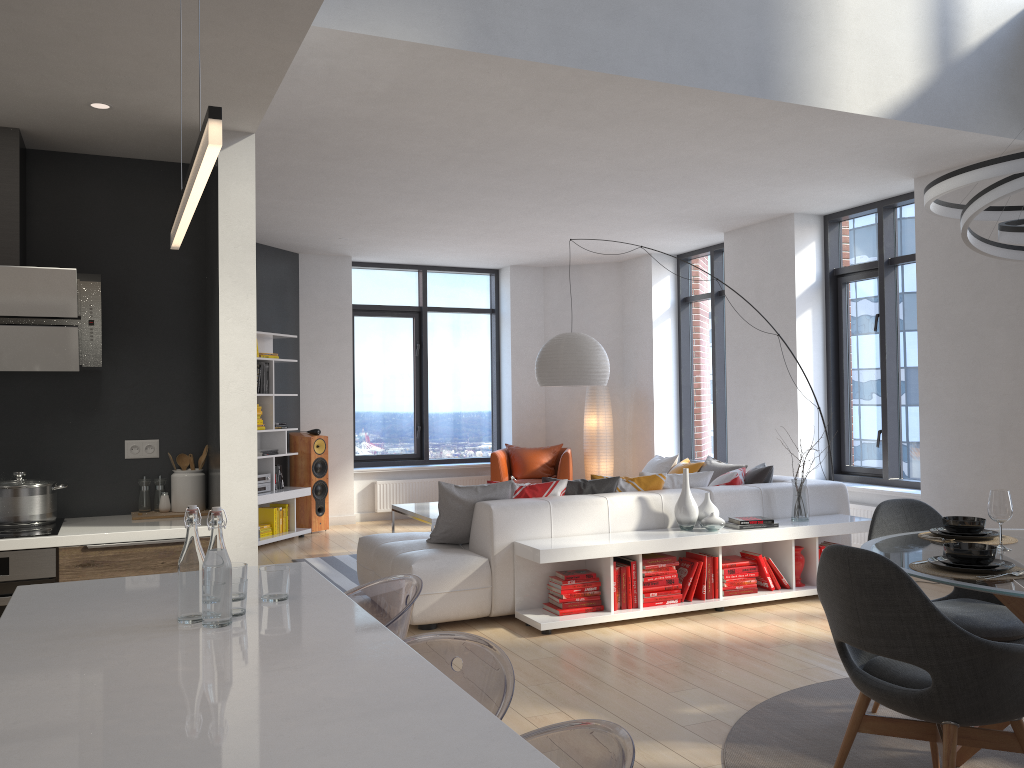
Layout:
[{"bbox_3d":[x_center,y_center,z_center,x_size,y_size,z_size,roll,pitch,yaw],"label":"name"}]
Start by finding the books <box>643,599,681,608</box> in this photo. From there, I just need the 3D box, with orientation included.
[{"bbox_3d":[0.884,1.353,5.559,0.274,0.029,0.200,0,-1,-24],"label":"books"}]

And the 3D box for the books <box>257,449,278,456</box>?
[{"bbox_3d":[-2.492,0.677,8.750,0.250,0.047,0.310,-1,-1,16],"label":"books"}]

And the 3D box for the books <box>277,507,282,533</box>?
[{"bbox_3d":[-2.362,1.345,8.770,0.185,0.250,0.035,-1,-1,21],"label":"books"}]

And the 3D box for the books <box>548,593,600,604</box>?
[{"bbox_3d":[0.376,1.291,5.384,0.266,0.026,0.187,0,-1,-19],"label":"books"}]

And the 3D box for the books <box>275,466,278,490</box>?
[{"bbox_3d":[-2.419,0.936,8.844,0.170,0.236,0.049,-1,-1,21],"label":"books"}]

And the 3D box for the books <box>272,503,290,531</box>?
[{"bbox_3d":[-2.330,1.338,8.902,0.213,0.270,0.025,-1,-1,21],"label":"books"}]

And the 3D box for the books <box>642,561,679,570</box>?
[{"bbox_3d":[0.886,1.127,5.570,0.266,0.026,0.187,0,-1,-30],"label":"books"}]

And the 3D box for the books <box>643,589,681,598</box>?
[{"bbox_3d":[0.891,1.297,5.549,0.266,0.026,0.187,0,-1,-25],"label":"books"}]

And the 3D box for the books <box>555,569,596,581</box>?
[{"bbox_3d":[0.388,1.161,5.394,0.206,0.029,0.152,0,-1,-18],"label":"books"}]

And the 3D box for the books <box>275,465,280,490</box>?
[{"bbox_3d":[-2.404,0.933,8.862,0.169,0.242,0.050,-1,-1,20],"label":"books"}]

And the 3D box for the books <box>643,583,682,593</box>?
[{"bbox_3d":[0.879,1.270,5.584,0.301,0.032,0.227,0,-1,-24],"label":"books"}]

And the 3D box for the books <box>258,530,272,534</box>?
[{"bbox_3d":[-2.436,1.429,8.565,0.148,0.011,0.196,-1,-1,21],"label":"books"}]

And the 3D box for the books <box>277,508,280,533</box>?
[{"bbox_3d":[-2.374,1.345,8.745,0.180,0.251,0.019,-1,-1,21],"label":"books"}]

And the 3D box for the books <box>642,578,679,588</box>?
[{"bbox_3d":[0.872,1.235,5.583,0.279,0.039,0.206,0,-1,-23],"label":"books"}]

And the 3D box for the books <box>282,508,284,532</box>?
[{"bbox_3d":[-2.342,1.354,8.819,0.172,0.234,0.024,-1,-1,21],"label":"books"}]

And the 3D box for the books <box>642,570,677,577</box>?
[{"bbox_3d":[0.886,1.176,5.568,0.236,0.023,0.178,0,-1,-24],"label":"books"}]

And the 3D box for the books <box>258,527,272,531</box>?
[{"bbox_3d":[-2.432,1.399,8.565,0.134,0.014,0.187,-1,-1,21],"label":"books"}]

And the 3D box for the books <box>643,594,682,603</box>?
[{"bbox_3d":[0.894,1.324,5.545,0.282,0.030,0.188,0,-1,-23],"label":"books"}]

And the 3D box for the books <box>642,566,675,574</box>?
[{"bbox_3d":[0.866,1.153,5.568,0.257,0.025,0.182,0,-1,-24],"label":"books"}]

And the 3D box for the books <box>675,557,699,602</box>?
[{"bbox_3d":[1.079,1.242,5.642,0.144,0.247,0.188,0,-1,-24],"label":"books"}]

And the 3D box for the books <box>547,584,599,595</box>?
[{"bbox_3d":[0.371,1.241,5.409,0.261,0.028,0.191,0,-1,-24],"label":"books"}]

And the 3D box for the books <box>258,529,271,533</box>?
[{"bbox_3d":[-2.420,1.415,8.553,0.113,0.018,0.169,-1,-1,22],"label":"books"}]

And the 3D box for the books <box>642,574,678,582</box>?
[{"bbox_3d":[0.876,1.201,5.568,0.261,0.027,0.191,0,-1,-28],"label":"books"}]

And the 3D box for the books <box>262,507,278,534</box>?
[{"bbox_3d":[-2.391,1.340,8.709,0.199,0.263,0.015,-1,-1,21],"label":"books"}]

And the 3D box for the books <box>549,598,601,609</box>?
[{"bbox_3d":[0.382,1.321,5.395,0.259,0.034,0.206,0,-1,-21],"label":"books"}]

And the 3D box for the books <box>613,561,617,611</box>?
[{"bbox_3d":[0.574,1.223,5.433,0.036,0.294,0.208,0,-1,-24],"label":"books"}]

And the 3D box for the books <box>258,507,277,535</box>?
[{"bbox_3d":[-2.399,1.341,8.680,0.198,0.255,0.044,-1,-1,21],"label":"books"}]

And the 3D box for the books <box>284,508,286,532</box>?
[{"bbox_3d":[-2.336,1.354,8.845,0.172,0.234,0.024,-1,-1,21],"label":"books"}]

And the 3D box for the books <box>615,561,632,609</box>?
[{"bbox_3d":[0.674,1.238,5.470,0.042,0.259,0.195,0,-1,-24],"label":"books"}]

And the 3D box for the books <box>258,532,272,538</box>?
[{"bbox_3d":[-2.433,1.451,8.563,0.147,0.033,0.190,-1,-1,21],"label":"books"}]

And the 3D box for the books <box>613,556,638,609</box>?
[{"bbox_3d":[0.703,1.223,5.489,0.049,0.291,0.214,0,-1,-24],"label":"books"}]

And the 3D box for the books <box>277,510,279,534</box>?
[{"bbox_3d":[-2.364,1.357,8.719,0.156,0.229,0.024,-1,-1,20],"label":"books"}]

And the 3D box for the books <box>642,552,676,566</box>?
[{"bbox_3d":[0.865,1.098,5.571,0.259,0.034,0.206,0,-1,-27],"label":"books"}]

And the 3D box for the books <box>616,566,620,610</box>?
[{"bbox_3d":[0.605,1.240,5.449,0.031,0.255,0.181,0,-1,-24],"label":"books"}]

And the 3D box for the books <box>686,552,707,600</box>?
[{"bbox_3d":[1.177,1.227,5.679,0.046,0.282,0.199,0,-1,-24],"label":"books"}]

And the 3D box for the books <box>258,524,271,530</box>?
[{"bbox_3d":[-2.446,1.379,8.566,0.138,0.026,0.186,-1,-1,21],"label":"books"}]

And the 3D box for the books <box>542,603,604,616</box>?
[{"bbox_3d":[0.370,1.354,5.381,0.301,0.032,0.227,0,-1,-24],"label":"books"}]

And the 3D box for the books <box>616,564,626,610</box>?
[{"bbox_3d":[0.635,1.239,5.464,0.034,0.259,0.207,0,-1,-24],"label":"books"}]

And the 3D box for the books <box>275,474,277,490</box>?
[{"bbox_3d":[-2.434,0.936,8.824,0.189,0.240,0.053,-1,-1,21],"label":"books"}]

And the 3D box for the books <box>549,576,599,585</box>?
[{"bbox_3d":[0.377,1.187,5.399,0.254,0.025,0.178,0,-1,-25],"label":"books"}]

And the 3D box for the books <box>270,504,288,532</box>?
[{"bbox_3d":[-2.332,1.337,8.874,0.204,0.270,0.029,-1,-1,21],"label":"books"}]

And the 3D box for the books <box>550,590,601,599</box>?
[{"bbox_3d":[0.382,1.266,5.396,0.257,0.025,0.182,0,-1,-24],"label":"books"}]

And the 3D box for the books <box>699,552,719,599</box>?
[{"bbox_3d":[1.268,1.231,5.710,0.028,0.269,0.181,0,-1,-25],"label":"books"}]

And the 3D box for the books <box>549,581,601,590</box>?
[{"bbox_3d":[0.381,1.213,5.396,0.269,0.028,0.179,0,-1,-23],"label":"books"}]
